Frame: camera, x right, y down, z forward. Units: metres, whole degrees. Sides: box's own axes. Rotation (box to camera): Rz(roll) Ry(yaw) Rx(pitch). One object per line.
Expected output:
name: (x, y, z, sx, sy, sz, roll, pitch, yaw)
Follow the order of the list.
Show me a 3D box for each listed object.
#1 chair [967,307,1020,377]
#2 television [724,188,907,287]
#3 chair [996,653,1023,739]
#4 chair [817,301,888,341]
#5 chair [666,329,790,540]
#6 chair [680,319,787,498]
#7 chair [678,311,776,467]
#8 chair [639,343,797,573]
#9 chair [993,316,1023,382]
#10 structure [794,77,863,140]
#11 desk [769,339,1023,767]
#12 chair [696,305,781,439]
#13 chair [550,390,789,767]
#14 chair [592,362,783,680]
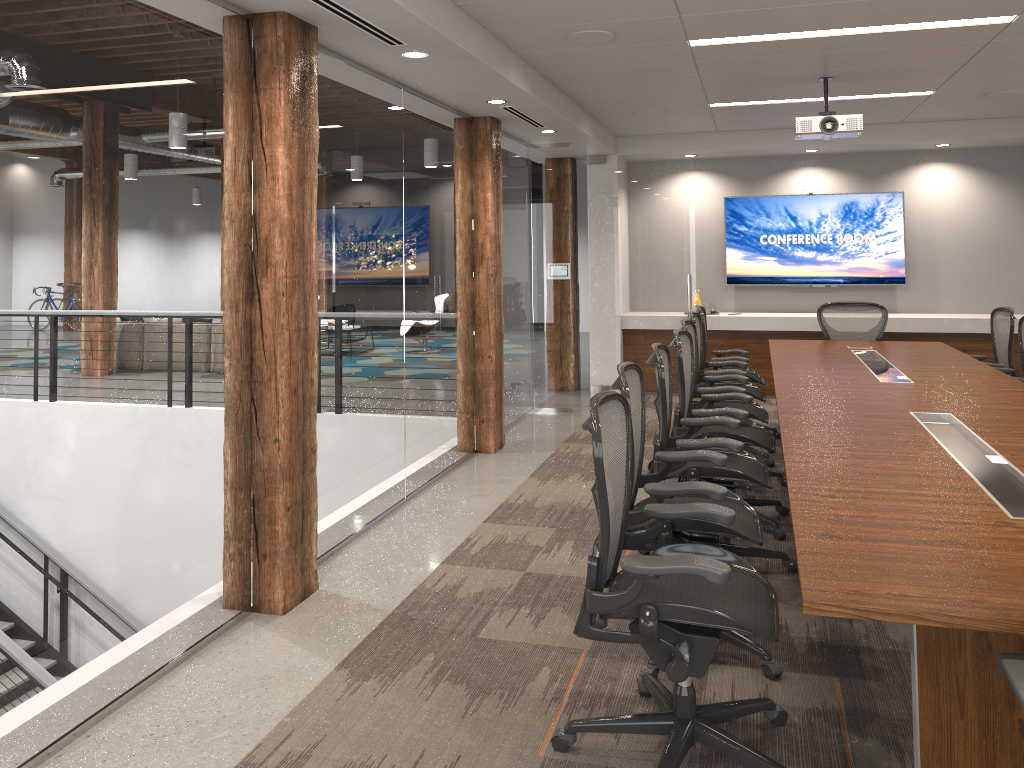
chair: (3.597, -0.061, 6.841, 0.760, 1.092, 0.804, 0, 1, 17)
television: (3.357, -1.637, 9.726, 1.908, 1.111, 0.065, 1, -2, 16)
chair: (1.262, 0.740, 1.636, 0.771, 1.092, 0.793, -1, 1, -11)
chair: (3.000, -0.154, 7.512, 0.770, 1.092, 0.794, -1, 1, -1)
chair: (1.213, 0.236, 5.033, 0.792, 1.092, 0.772, -1, 1, 1)
chair: (1.441, 0.122, 5.781, 0.761, 1.092, 0.804, -1, 1, 8)
chair: (1.615, -0.002, 6.596, 0.792, 1.092, 0.772, -1, 1, -1)
chair: (0.996, 0.356, 4.237, 0.761, 1.092, 0.804, -1, 1, 5)
chair: (3.386, 0.056, 6.072, 0.761, 1.092, 0.803, 0, 1, 26)
structure: (2.337, -2.050, 6.460, 0.460, 0.457, 0.319, 0, 1, 16)
desk: (2.148, 0.444, 4.648, 1.403, 0.751, 6.094, 1, 8, 16)
chair: (1.867, -0.113, 7.325, 0.761, 1.092, 0.803, 0, 1, 22)
chair: (0.517, 0.588, 2.716, 0.793, 1.092, 0.771, -1, 1, -11)
chair: (0.699, 0.468, 3.506, 0.792, 1.092, 0.771, -1, 1, -3)
